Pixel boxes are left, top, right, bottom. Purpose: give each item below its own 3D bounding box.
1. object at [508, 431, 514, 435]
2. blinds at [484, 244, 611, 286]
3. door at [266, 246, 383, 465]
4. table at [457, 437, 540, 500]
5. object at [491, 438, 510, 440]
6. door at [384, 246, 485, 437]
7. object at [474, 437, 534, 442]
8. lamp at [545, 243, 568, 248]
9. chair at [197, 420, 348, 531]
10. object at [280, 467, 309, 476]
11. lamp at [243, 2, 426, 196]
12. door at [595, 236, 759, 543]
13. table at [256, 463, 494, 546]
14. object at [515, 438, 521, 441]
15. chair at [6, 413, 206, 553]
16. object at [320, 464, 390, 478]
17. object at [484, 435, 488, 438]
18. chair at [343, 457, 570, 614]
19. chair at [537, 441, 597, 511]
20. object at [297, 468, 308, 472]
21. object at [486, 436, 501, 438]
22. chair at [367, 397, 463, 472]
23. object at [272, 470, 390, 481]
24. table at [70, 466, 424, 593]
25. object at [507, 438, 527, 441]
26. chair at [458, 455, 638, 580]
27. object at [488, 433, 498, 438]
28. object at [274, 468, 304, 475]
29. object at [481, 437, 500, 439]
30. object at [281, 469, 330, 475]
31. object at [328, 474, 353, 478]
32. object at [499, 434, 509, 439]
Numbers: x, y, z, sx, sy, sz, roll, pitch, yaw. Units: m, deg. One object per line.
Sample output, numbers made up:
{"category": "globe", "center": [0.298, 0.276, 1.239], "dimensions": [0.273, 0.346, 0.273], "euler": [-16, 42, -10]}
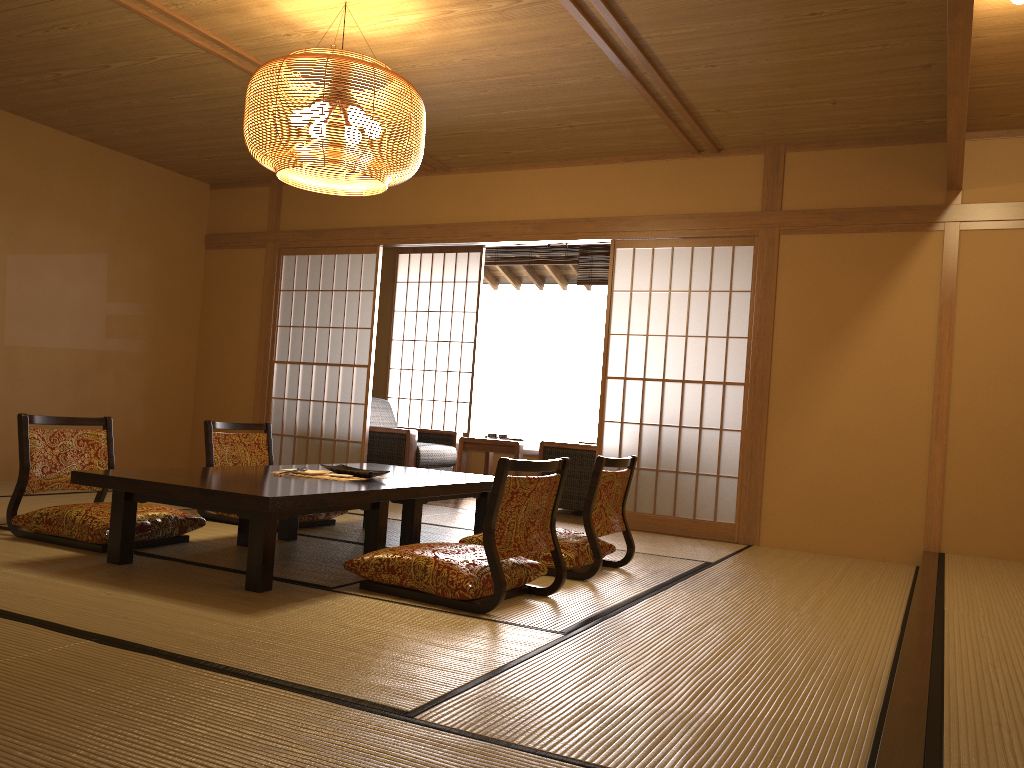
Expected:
{"category": "object", "center": [-0.040, 0.414, 7.313], "dimensions": [0.117, 0.068, 0.038], "euler": [4, -1, -9]}
{"category": "blinds", "center": [0.609, -1.186, 8.015], "dimensions": [1.931, 0.594, 0.048], "euler": [3, -1, 26]}
{"category": "door", "center": [-1.528, -0.129, 7.084], "dimensions": [0.991, 1.933, 0.040], "euler": [4, -1, 26]}
{"category": "table", "center": [-0.080, 0.701, 7.208], "dimensions": [0.540, 0.500, 0.541], "euler": [3, -2, 26]}
{"category": "object", "center": [-0.122, 0.440, 7.146], "dimensions": [0.230, 0.007, 0.006], "euler": [3, -2, 22]}
{"category": "door", "center": [-0.772, -0.390, 8.584], "dimensions": [0.991, 1.872, 0.040], "euler": [4, -1, 26]}
{"category": "object", "center": [-0.061, 0.451, 7.212], "dimensions": [0.401, 0.003, 0.300], "euler": [3, -2, 26]}
{"category": "lamp", "center": [0.355, -1.439, 7.056], "dimensions": [0.330, 0.681, 0.330], "euler": [4, -1, 26]}
{"category": "chair", "center": [-1.359, 0.503, 5.001], "dimensions": [0.686, 0.546, 0.583], "euler": [3, -2, 30]}
{"category": "object", "center": [-0.978, 0.394, 3.992], "dimensions": [0.006, 0.030, 0.229], "euler": [4, -2, 18]}
{"category": "lamp", "center": [-0.779, -1.317, 3.992], "dimensions": [0.799, 0.825, 0.798], "euler": [5, -2, -40]}
{"category": "door", "center": [1.056, 0.009, 5.810], "dimensions": [0.991, 1.933, 0.040], "euler": [4, -1, 26]}
{"category": "table", "center": [-0.625, 0.635, 4.558], "dimensions": [0.994, 0.356, 0.995], "euler": [3, -2, 26]}
{"category": "object", "center": [0.051, 0.444, 7.068], "dimensions": [0.050, 0.018, 0.015], "euler": [4, -2, 13]}
{"category": "chair", "center": [-1.831, 0.432, 4.023], "dimensions": [0.698, 0.546, 0.583], "euler": [3, -2, 25]}
{"category": "object", "center": [-0.740, 0.411, 4.166], "dimensions": [0.349, 0.039, 0.129], "euler": [2, -3, 39]}
{"category": "object", "center": [-0.212, 0.432, 7.271], "dimensions": [0.015, 0.018, 0.050], "euler": [5, -2, -22]}
{"category": "chair", "center": [-0.183, 0.528, 3.406], "dimensions": [0.686, 0.546, 0.583], "euler": [3, -2, 30]}
{"category": "chair", "center": [0.771, 0.609, 6.754], "dimensions": [0.943, 0.779, 0.873], "euler": [3, -2, 26]}
{"category": "object", "center": [-0.960, 0.398, 4.061], "dimensions": [0.050, 0.018, 0.015], "euler": [3, -2, 23]}
{"category": "object", "center": [-0.150, 0.431, 7.222], "dimensions": [0.130, 0.026, 0.038], "euler": [4, -2, 11]}
{"category": "chair", "center": [-1.017, 0.513, 7.635], "dimensions": [0.943, 0.779, 0.873], "euler": [3, -2, 26]}
{"category": "object", "center": [-0.837, 0.423, 4.120], "dimensions": [0.401, 0.003, 0.398], "euler": [3, -2, 26]}
{"category": "table", "center": [-1.060, 0.570, 3.665], "dimensions": [0.994, 0.356, 0.995], "euler": [3, -2, 26]}
{"category": "object", "center": [0.036, 0.449, 7.186], "dimensions": [0.131, 0.015, 0.181], "euler": [5, -2, -19]}
{"category": "chair", "center": [0.187, 0.583, 4.173], "dimensions": [0.698, 0.546, 0.583], "euler": [3, -2, 25]}
{"category": "object", "center": [-0.158, 0.430, 7.351], "dimensions": [0.084, 0.037, 0.084], "euler": [6, -2, -36]}
{"category": "object", "center": [-0.994, 0.394, 3.996], "dimensions": [0.006, 0.030, 0.229], "euler": [4, -2, 24]}
{"category": "object", "center": [-0.143, 0.440, 7.174], "dimensions": [0.230, 0.007, 0.006], "euler": [4, -2, 16]}
{"category": "object", "center": [-0.949, 0.405, 4.071], "dimensions": [0.180, 0.014, 0.130], "euler": [3, -2, 28]}
{"category": "object", "center": [-0.779, 0.419, 4.027], "dimensions": [0.099, 0.013, 0.067], "euler": [4, -2, 10]}
{"category": "object", "center": [-0.067, 0.435, 7.309], "dimensions": [0.084, 0.037, 0.084], "euler": [3, -2, 18]}
